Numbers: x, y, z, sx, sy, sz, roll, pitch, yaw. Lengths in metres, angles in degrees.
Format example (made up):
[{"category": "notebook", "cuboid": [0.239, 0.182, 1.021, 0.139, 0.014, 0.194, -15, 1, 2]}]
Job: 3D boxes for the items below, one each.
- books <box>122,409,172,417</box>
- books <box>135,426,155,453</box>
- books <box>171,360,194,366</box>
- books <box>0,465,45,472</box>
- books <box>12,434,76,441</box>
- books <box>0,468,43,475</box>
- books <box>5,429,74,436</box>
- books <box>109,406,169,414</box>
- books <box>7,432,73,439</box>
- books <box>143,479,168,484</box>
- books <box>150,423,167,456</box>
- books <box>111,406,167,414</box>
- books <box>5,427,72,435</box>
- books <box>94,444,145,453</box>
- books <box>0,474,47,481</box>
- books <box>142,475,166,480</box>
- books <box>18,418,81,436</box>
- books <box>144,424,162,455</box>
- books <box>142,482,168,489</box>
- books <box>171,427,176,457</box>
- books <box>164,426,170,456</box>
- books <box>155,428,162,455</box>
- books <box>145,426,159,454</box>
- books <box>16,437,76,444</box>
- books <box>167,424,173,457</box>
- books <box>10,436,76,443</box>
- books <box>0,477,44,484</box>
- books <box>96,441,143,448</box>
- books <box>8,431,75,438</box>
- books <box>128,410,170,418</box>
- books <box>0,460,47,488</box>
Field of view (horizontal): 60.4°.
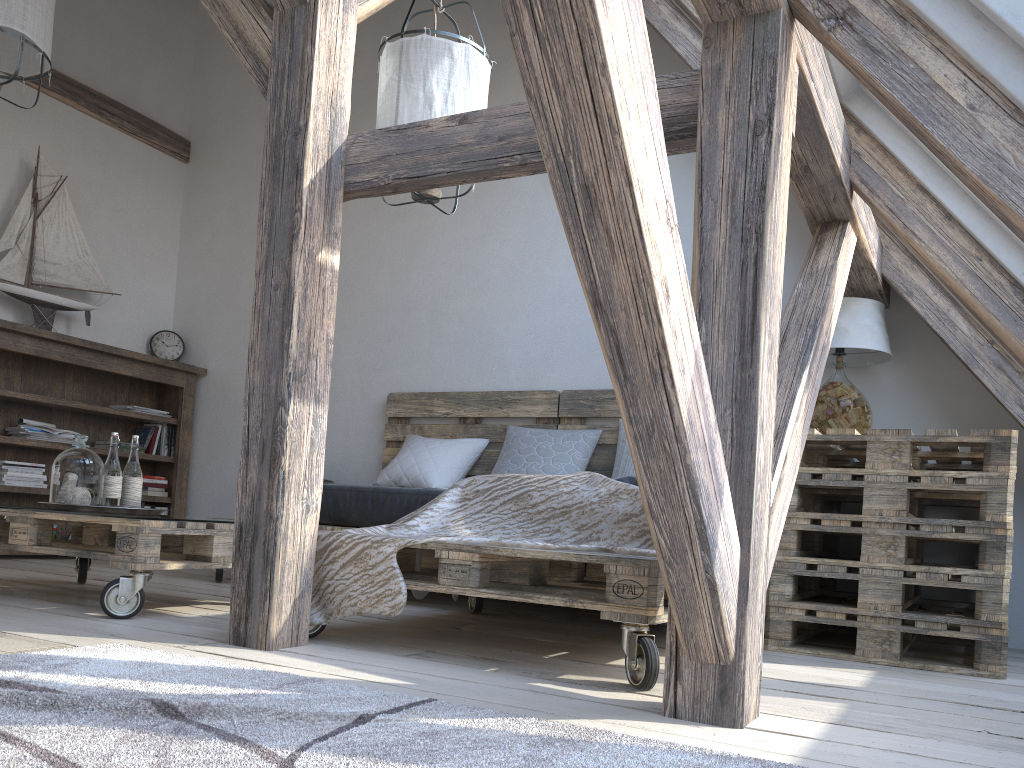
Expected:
[{"category": "books", "cuboid": [-2.193, 0.173, 5.227, 0.204, 0.009, 0.261, 1, -10, 20]}, {"category": "books", "cuboid": [-2.209, 0.335, 5.243, 0.131, 0.171, 0.082, 1, -4, 29]}, {"category": "books", "cuboid": [-2.107, -0.113, 5.425, 0.236, 0.025, 0.180, -1, -10, 28]}, {"category": "books", "cuboid": [-2.576, 0.438, 4.569, 0.157, 0.017, 0.222, -2, -11, 33]}, {"category": "books", "cuboid": [-2.465, 0.288, 4.670, 0.204, 0.009, 0.261, -1, -10, 29]}, {"category": "books", "cuboid": [-2.556, 0.453, 4.548, 0.139, 0.018, 0.187, -1, -10, 28]}, {"category": "books", "cuboid": [-2.496, 0.258, 4.655, 0.204, 0.009, 0.261, -3, -11, 34]}, {"category": "books", "cuboid": [-2.205, 0.152, 5.210, 0.204, 0.009, 0.261, 0, -10, 25]}, {"category": "books", "cuboid": [-2.492, 0.274, 4.648, 0.205, 0.009, 0.260, -5, -13, 44]}, {"category": "books", "cuboid": [-2.198, 0.576, 5.248, 0.157, 0.021, 0.221, -2, -11, 32]}, {"category": "books", "cuboid": [-2.155, 0.339, 5.342, 0.135, 0.200, 0.021, 2, -3, 28]}, {"category": "books", "cuboid": [-2.215, 0.159, 5.201, 0.204, 0.009, 0.261, -3, -11, 34]}, {"category": "books", "cuboid": [-2.502, 0.249, 4.653, 0.205, 0.009, 0.261, -4, -12, 39]}, {"category": "books", "cuboid": [-2.280, 0.378, 5.108, 0.161, 0.030, 0.221, -2, -10, 31]}, {"category": "books", "cuboid": [-2.559, 0.483, 4.555, 0.157, 0.017, 0.222, -2, -11, 33]}, {"category": "books", "cuboid": [-2.207, 0.559, 5.273, 0.143, 0.019, 0.204, -1, -10, 28]}, {"category": "books", "cuboid": [-2.447, 0.247, 4.689, 0.221, 0.087, 0.264, 3, -9, 8]}, {"category": "books", "cuboid": [-2.182, 0.334, 5.296, 0.138, 0.190, 0.051, 1, -3, 28]}, {"category": "books", "cuboid": [-2.191, 0.601, 5.251, 0.161, 0.026, 0.205, -3, -11, 36]}, {"category": "books", "cuboid": [-2.124, 0.359, 5.403, 0.139, 0.184, 0.020, 1, -3, 28]}, {"category": "books", "cuboid": [-2.147, 0.350, 5.360, 0.139, 0.184, 0.020, 1, -3, 28]}, {"category": "books", "cuboid": [-2.170, 0.350, 5.325, 0.117, 0.171, 0.018, 2, -3, 28]}, {"category": "books", "cuboid": [-2.191, 0.338, 5.271, 0.139, 0.174, 0.059, 1, -4, 27]}, {"category": "books", "cuboid": [-2.479, 0.302, 4.650, 0.205, 0.009, 0.261, -3, -11, 36]}, {"category": "books", "cuboid": [-2.129, 0.347, 5.374, 0.136, 0.199, 0.021, 2, -3, 28]}, {"category": "books", "cuboid": [-2.474, 0.295, 4.658, 0.204, 0.009, 0.261, -2, -11, 32]}, {"category": "books", "cuboid": [-2.569, 0.497, 4.540, 0.157, 0.017, 0.222, -1, -10, 28]}, {"category": "books", "cuboid": [-2.278, 0.351, 5.100, 0.150, 0.021, 0.207, -2, -11, 32]}, {"category": "books", "cuboid": [-2.481, 0.268, 4.656, 0.204, 0.009, 0.261, -3, -11, 34]}, {"category": "books", "cuboid": [-2.199, 0.179, 5.214, 0.204, 0.009, 0.261, 0, -10, 23]}, {"category": "books", "cuboid": [-2.646, 0.427, 4.420, 0.206, 0.150, 0.555, 0, -9, 28]}]
